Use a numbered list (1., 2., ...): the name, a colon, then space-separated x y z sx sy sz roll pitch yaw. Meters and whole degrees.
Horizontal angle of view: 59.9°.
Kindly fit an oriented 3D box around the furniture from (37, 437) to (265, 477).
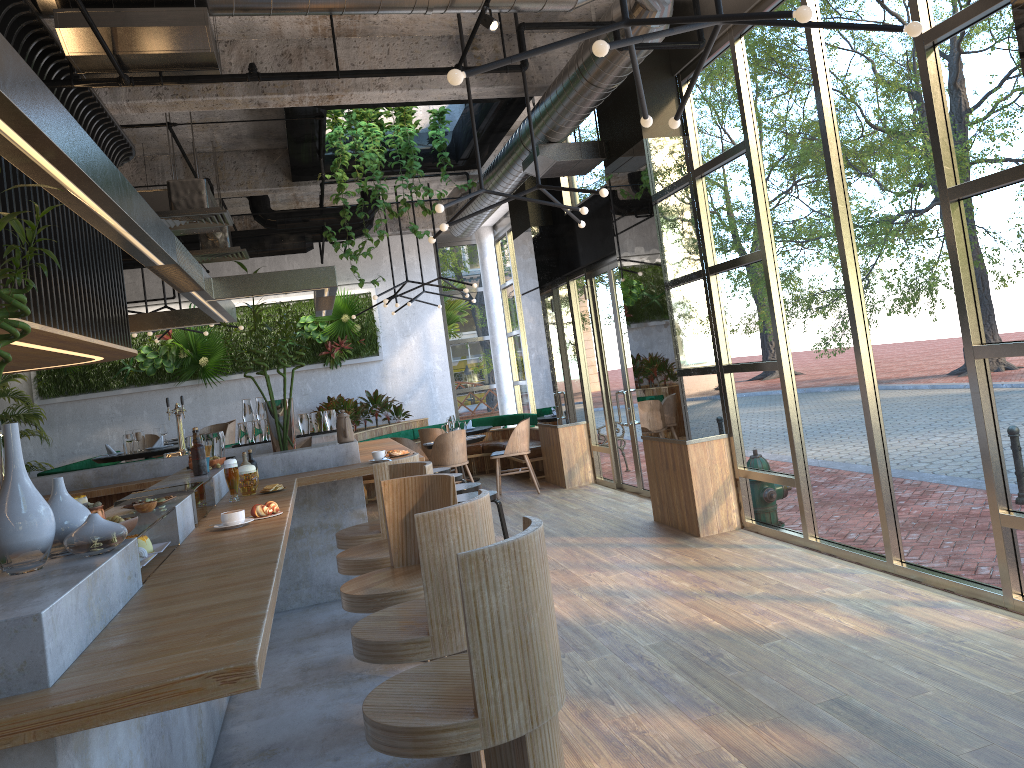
1. furniture: -4.715 1.443 10.728 4.539 1.138 2.867 -7 1 39

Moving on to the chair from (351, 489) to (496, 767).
1. chair: -0.292 0.917 3.211 0.575 0.970 0.518 -6 -2 -40

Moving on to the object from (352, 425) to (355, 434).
1. object: -1.203 0.356 6.509 0.101 0.119 0.085 -8 -2 -6

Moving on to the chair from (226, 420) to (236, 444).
1. chair: -3.898 0.978 11.775 0.585 0.925 0.472 -7 -2 -35

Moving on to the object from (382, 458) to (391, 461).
1. object: -0.843 0.511 6.003 0.031 0.027 0.129 -7 0 -37

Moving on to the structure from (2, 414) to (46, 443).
1. structure: -7.139 0.548 11.284 1.461 3.366 2.010 -8 -2 1

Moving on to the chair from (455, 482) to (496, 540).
1. chair: -0.401 1.154 6.904 0.536 0.697 0.493 -7 -2 -24

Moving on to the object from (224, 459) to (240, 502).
1. object: -1.525 0.524 4.842 0.072 0.232 0.077 -9 -3 18

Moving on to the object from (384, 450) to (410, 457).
1. object: -0.833 0.492 6.355 0.156 0.053 0.160 -8 1 30

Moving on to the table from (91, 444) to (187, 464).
1. table: -3.998 1.108 9.853 1.151 0.752 1.048 -8 0 -29

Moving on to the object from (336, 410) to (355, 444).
1. object: -1.189 0.299 6.316 0.204 0.235 0.124 -9 -2 43

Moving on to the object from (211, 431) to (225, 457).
1. object: -2.042 0.436 6.157 0.101 0.209 0.110 -9 -2 30

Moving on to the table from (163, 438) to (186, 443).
1. table: -4.747 1.164 12.634 0.826 0.747 0.772 -8 -1 -18

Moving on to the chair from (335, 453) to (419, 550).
1. chair: -0.787 0.949 5.428 0.522 0.970 0.572 -9 -2 32

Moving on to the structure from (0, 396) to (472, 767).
1. structure: -3.279 1.083 4.483 6.018 1.733 6.915 -8 1 -15

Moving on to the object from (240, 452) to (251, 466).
1. object: -1.748 0.551 5.833 0.067 0.210 0.074 -10 -3 42

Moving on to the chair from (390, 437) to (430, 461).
1. chair: -1.204 1.087 11.161 0.585 0.925 0.472 -7 -2 -35

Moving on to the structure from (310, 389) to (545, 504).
1. structure: -0.747 0.820 4.375 6.207 1.551 19.524 -8 1 -13

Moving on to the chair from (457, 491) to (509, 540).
1. chair: -0.264 1.145 6.289 0.533 0.697 0.496 -7 -2 -19

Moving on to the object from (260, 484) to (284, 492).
1. object: -1.366 0.594 5.058 0.094 0.041 0.146 -8 1 20

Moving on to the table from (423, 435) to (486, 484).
1. table: -0.689 1.090 11.405 0.826 0.747 0.772 -8 -1 -18

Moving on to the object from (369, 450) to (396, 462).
1. object: -0.842 0.485 6.208 0.176 0.073 0.429 -8 1 22

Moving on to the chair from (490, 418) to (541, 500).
1. chair: 0.019 0.916 11.052 0.559 0.925 0.495 -8 -2 0

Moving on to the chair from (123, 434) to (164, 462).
1. chair: -4.296 1.057 10.464 0.522 0.925 0.528 -7 -2 -35

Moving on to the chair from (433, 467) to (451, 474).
1. chair: -0.744 1.176 8.442 0.517 0.697 0.511 -8 -1 -1

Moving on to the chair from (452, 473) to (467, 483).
1. chair: -0.593 1.166 7.767 0.537 0.697 0.492 -7 -2 -26

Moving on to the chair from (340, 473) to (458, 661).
1. chair: -0.467 0.930 3.918 0.540 0.970 0.553 -8 -2 9

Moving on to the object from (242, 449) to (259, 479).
1. object: -1.755 0.548 5.905 0.069 0.215 0.166 -8 -1 12

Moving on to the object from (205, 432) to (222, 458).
1. object: -1.990 0.432 5.940 0.101 0.209 0.110 -9 -2 30

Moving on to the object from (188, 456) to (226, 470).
1. object: -1.879 0.491 5.479 0.193 0.073 0.226 -8 1 5

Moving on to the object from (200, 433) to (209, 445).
1. object: -2.077 0.443 6.035 0.102 0.209 0.108 -9 -2 20

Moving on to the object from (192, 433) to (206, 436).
1. object: -2.150 0.451 6.134 0.101 0.209 0.110 -9 -2 30

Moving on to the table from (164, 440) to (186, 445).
1. table: -4.503 1.148 11.540 0.826 0.747 0.772 -8 -1 -18

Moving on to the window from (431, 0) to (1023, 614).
1. window: 0.007 -1.795 4.849 4.261 6.503 19.765 -7 0 -12

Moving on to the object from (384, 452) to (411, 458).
1. object: -0.825 0.510 6.348 0.199 0.013 0.213 -8 1 21

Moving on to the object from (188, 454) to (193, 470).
1. object: -1.984 0.486 5.659 0.086 0.107 0.160 -9 -1 32

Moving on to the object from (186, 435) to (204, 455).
1. object: -2.101 0.449 5.898 0.101 0.209 0.110 -9 -2 30

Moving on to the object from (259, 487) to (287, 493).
1. object: -1.362 0.608 5.060 0.158 0.013 0.142 -9 1 -44

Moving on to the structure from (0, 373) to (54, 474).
1. structure: -7.037 0.631 11.706 1.964 3.262 1.564 -7 -2 -17

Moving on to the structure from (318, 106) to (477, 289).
1. structure: -1.584 -2.206 9.458 1.555 2.350 3.078 -9 -1 23

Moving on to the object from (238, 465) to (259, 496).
1. object: -1.508 0.549 5.067 0.115 0.172 0.132 -7 -2 -21

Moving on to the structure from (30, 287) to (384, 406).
1. structure: -4.515 -0.665 13.400 5.214 1.495 0.785 -8 -2 -19

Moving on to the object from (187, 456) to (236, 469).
1. object: -2.037 0.533 6.035 0.281 0.019 0.424 -8 1 -14

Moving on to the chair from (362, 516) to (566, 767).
1. chair: -0.121 0.906 2.441 0.554 0.970 0.540 -8 -2 -5

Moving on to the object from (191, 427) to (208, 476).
1. object: -1.798 0.385 5.084 0.072 0.277 0.077 -9 -3 21

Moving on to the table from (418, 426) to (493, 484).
1. table: -0.783 1.077 13.072 1.042 0.752 1.157 -8 0 44

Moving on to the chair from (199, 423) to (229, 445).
1. chair: -3.577 0.954 10.551 0.486 0.925 0.569 -8 -2 15

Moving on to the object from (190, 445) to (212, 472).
1. object: -1.822 0.443 5.241 0.105 0.162 0.106 -8 -2 20

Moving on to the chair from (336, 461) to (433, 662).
1. chair: -0.636 0.940 4.693 0.520 0.970 0.573 -9 -2 35

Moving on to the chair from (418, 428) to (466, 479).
1. chair: -0.990 1.038 12.258 0.475 0.925 0.581 -9 -2 30

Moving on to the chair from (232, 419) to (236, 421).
1. chair: -4.225 1.006 12.837 0.573 0.925 0.482 -7 -2 -15

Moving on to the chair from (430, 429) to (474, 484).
1. chair: -0.745 1.028 10.807 0.522 0.925 0.528 -7 -2 -35
